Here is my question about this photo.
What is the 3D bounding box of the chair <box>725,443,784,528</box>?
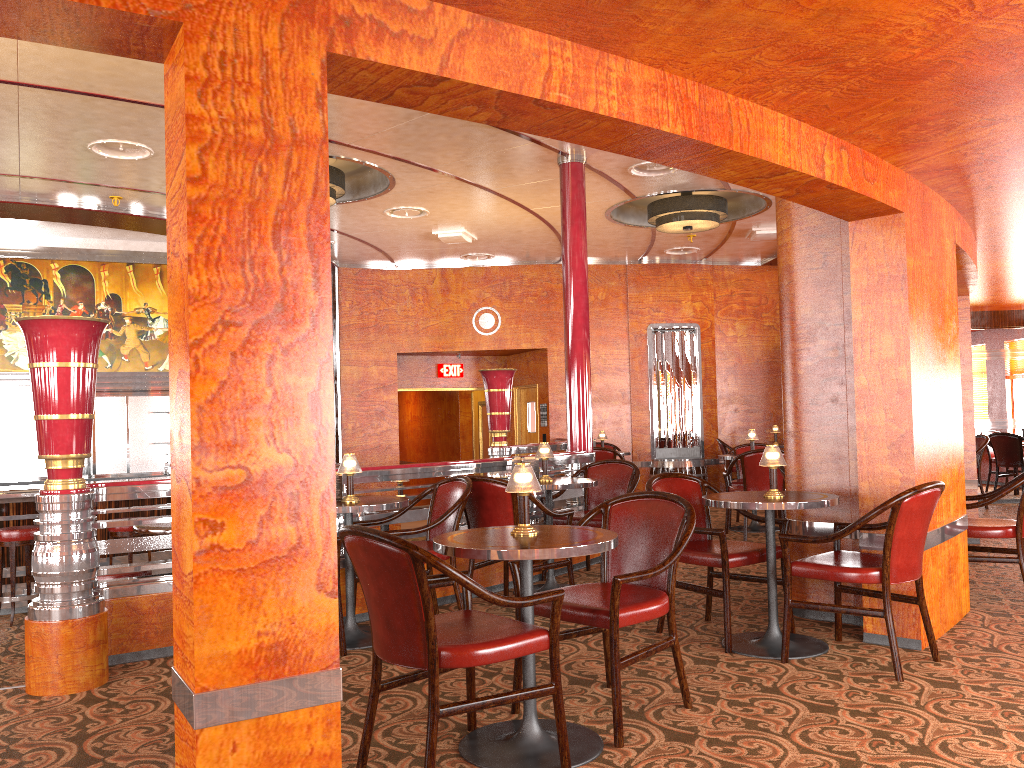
[{"bbox_3d":[2.465,1.014,8.985,0.588,0.816,0.615,-2,-2,17],"label":"chair"}]

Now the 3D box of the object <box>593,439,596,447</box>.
[{"bbox_3d":[0.904,0.720,10.323,0.169,0.156,0.195,0,-2,-28],"label":"object"}]

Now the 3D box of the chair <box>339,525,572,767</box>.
[{"bbox_3d":[-0.224,0.837,2.852,0.615,0.816,0.588,0,-2,-38],"label":"chair"}]

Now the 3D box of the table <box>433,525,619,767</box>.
[{"bbox_3d":[0.056,0.887,3.065,0.640,0.720,0.640,-3,-2,28],"label":"table"}]

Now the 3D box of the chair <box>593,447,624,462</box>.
[{"bbox_3d":[0.946,1.082,9.650,0.588,0.816,0.615,-2,-2,12],"label":"chair"}]

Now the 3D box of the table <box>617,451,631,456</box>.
[{"bbox_3d":[1.060,1.151,10.236,0.640,0.720,0.640,-2,-2,6],"label":"table"}]

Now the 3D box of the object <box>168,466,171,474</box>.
[{"bbox_3d":[-3.550,1.024,11.130,1.424,0.134,0.403,-1,-2,-18],"label":"object"}]

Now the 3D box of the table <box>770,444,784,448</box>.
[{"bbox_3d":[3.365,1.134,11.334,0.640,0.720,0.640,-2,-2,6],"label":"table"}]

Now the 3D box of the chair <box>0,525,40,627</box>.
[{"bbox_3d":[-3.994,1.546,7.211,0.350,0.755,0.350,-3,-2,40],"label":"chair"}]

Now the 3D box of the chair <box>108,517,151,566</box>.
[{"bbox_3d":[-3.308,1.547,7.686,0.350,0.755,0.350,-2,-2,18],"label":"chair"}]

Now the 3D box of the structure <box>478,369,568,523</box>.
[{"bbox_3d":[0.396,0.910,10.056,0.624,2.023,3.170,-2,-2,17],"label":"structure"}]

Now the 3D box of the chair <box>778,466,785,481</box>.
[{"bbox_3d":[2.001,0.888,5.576,0.615,0.816,0.588,-2,-2,27],"label":"chair"}]

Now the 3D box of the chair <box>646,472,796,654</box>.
[{"bbox_3d":[1.030,0.874,4.576,0.588,0.816,0.615,0,-2,-38],"label":"chair"}]

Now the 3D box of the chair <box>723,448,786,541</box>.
[{"bbox_3d":[2.254,0.982,8.050,0.588,0.816,0.615,-2,-2,2],"label":"chair"}]

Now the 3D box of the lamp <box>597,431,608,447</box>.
[{"bbox_3d":[1.046,0.667,10.252,0.130,0.250,0.130,-2,-2,6],"label":"lamp"}]

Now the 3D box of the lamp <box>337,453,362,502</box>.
[{"bbox_3d":[-0.849,0.490,4.650,0.130,0.250,0.130,-1,-2,-12],"label":"lamp"}]

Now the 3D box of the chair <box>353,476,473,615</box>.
[{"bbox_3d":[-0.524,0.926,4.849,0.615,0.816,0.588,-1,-2,-28],"label":"chair"}]

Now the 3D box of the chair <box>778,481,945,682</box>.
[{"bbox_3d":[1.601,0.833,3.964,0.588,0.816,0.615,0,-2,-43],"label":"chair"}]

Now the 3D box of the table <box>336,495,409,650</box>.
[{"bbox_3d":[-0.855,0.976,4.670,0.640,0.720,0.640,-2,-2,19],"label":"table"}]

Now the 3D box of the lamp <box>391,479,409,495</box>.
[{"bbox_3d":[-0.794,0.716,6.298,0.130,0.250,0.130,-1,-2,-12],"label":"lamp"}]

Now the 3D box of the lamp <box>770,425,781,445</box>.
[{"bbox_3d":[3.368,0.648,11.326,0.130,0.250,0.130,-2,-2,24],"label":"lamp"}]

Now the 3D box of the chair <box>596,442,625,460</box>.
[{"bbox_3d":[1.103,1.127,10.868,0.588,0.816,0.615,-1,-2,-3],"label":"chair"}]

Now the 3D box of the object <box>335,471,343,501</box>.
[{"bbox_3d":[-1.017,0.542,4.658,0.169,0.156,0.195,-3,-2,27],"label":"object"}]

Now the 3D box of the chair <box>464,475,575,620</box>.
[{"bbox_3d":[-0.015,0.928,5.229,0.588,0.816,0.615,-3,-2,37],"label":"chair"}]

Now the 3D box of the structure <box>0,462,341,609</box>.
[{"bbox_3d":[-5.072,1.489,8.670,7.810,1.047,3.209,-1,-2,-23],"label":"structure"}]

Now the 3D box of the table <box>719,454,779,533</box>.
[{"bbox_3d":[2.348,1.051,8.614,0.640,0.720,0.640,-2,-2,6],"label":"table"}]

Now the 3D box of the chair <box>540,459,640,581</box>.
[{"bbox_3d":[0.590,0.954,6.262,0.588,0.816,0.615,-3,-2,37],"label":"chair"}]

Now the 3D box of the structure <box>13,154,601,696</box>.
[{"bbox_3d":[-0.774,-0.034,5.528,0.549,3.604,4.354,-3,-2,41],"label":"structure"}]

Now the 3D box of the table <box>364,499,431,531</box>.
[{"bbox_3d":[-0.892,1.322,6.268,0.849,0.960,0.850,0,-3,-44],"label":"table"}]

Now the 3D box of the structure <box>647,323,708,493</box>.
[{"bbox_3d":[2.184,0.366,11.762,0.812,2.353,0.557,-1,-2,-2],"label":"structure"}]

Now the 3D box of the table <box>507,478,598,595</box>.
[{"bbox_3d":[0.247,0.991,5.765,0.640,0.720,0.640,-3,-2,37],"label":"table"}]

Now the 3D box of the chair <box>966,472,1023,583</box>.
[{"bbox_3d":[2.801,0.851,5.177,0.615,0.816,0.588,-3,-2,32],"label":"chair"}]

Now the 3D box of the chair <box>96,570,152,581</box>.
[{"bbox_3d":[-2.173,1.404,4.902,0.350,0.755,0.350,-2,-2,25],"label":"chair"}]

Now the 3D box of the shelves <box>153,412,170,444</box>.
[{"bbox_3d":[-4.316,0.446,10.842,2.594,0.568,0.339,-1,-2,-23],"label":"shelves"}]

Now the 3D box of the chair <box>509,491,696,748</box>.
[{"bbox_3d":[0.389,0.844,3.423,0.615,0.816,0.588,0,-2,-43],"label":"chair"}]

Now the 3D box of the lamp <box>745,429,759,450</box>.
[{"bbox_3d":[2.330,0.565,8.602,0.130,0.250,0.130,-2,-2,24],"label":"lamp"}]

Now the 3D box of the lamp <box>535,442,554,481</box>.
[{"bbox_3d":[0.215,0.509,5.822,0.130,0.250,0.130,-2,-2,24],"label":"lamp"}]

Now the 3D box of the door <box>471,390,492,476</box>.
[{"bbox_3d":[-0.380,1.071,13.239,0.063,1.982,0.808,-1,-2,-29],"label":"door"}]

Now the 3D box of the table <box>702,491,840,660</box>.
[{"bbox_3d":[1.257,0.904,4.292,0.639,0.720,0.640,-1,-2,-3],"label":"table"}]

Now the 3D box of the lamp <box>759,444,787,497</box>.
[{"bbox_3d":[1.262,0.418,4.286,0.130,0.250,0.130,-2,-2,24],"label":"lamp"}]

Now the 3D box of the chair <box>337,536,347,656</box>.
[{"bbox_3d":[-1.213,0.926,4.378,0.615,0.816,0.588,0,-2,-33],"label":"chair"}]

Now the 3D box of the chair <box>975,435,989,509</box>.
[{"bbox_3d":[5.030,0.987,9.994,0.615,0.816,0.588,-1,-2,-3],"label":"chair"}]

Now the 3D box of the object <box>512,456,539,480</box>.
[{"bbox_3d":[0.052,0.563,5.892,0.195,0.156,0.169,-3,-2,37],"label":"object"}]

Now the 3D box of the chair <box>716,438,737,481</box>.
[{"bbox_3d":[2.958,1.100,11.417,0.615,0.816,0.588,-2,-2,12],"label":"chair"}]

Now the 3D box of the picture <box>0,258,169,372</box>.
[{"bbox_3d":[-5.777,-0.792,10.216,6.254,1.322,0.001,-1,-2,-23],"label":"picture"}]

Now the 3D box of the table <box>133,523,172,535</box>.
[{"bbox_3d":[-1.872,1.316,5.470,0.849,0.960,0.850,-1,-2,-21],"label":"table"}]

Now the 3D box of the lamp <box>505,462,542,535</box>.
[{"bbox_3d":[0.041,0.405,3.146,0.130,0.250,0.130,-2,-2,6],"label":"lamp"}]

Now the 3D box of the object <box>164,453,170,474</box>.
[{"bbox_3d":[-3.803,0.969,10.970,0.951,0.245,0.396,-1,-2,-20],"label":"object"}]
